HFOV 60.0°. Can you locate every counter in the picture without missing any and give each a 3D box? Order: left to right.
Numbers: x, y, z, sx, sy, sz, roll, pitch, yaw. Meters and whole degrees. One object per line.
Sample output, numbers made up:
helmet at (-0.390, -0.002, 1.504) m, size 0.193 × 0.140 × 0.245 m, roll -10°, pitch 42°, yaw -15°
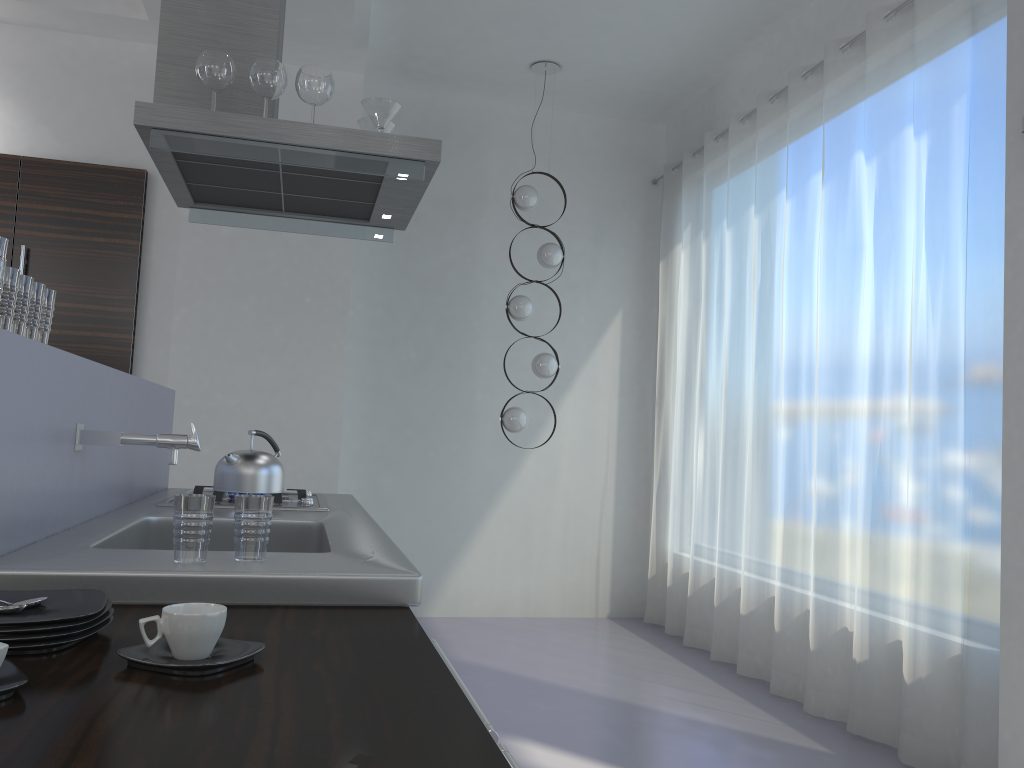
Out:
counter at (-0.929, 0.587, 1.948) m, size 1.302 × 1.300 × 3.291 m, roll 4°, pitch -4°, yaw -13°

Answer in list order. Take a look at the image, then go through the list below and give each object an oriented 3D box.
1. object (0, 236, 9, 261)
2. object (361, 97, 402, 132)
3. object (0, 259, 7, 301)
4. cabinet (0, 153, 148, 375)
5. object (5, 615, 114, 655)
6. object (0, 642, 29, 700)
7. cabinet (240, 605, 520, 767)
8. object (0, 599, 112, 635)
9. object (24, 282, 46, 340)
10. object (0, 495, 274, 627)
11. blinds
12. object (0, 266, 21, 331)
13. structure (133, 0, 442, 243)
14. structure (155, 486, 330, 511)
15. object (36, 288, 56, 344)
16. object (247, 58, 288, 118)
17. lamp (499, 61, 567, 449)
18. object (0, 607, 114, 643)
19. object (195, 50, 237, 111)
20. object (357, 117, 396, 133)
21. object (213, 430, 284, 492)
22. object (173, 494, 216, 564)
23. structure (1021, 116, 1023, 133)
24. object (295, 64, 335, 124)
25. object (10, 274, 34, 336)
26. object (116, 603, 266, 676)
object at (-0.906, -0.193, 1.514) m, size 0.071 × 0.119 × 0.072 m, roll 1°, pitch -4°, yaw 27°
object at (-0.448, -0.858, 3.003) m, size 0.137 × 0.174 × 0.137 m, roll -1°, pitch -5°, yaw 42°
object at (-0.908, -0.154, 1.512) m, size 0.071 × 0.119 × 0.072 m, roll 1°, pitch -4°, yaw 27°
cabinet at (-3.805, 0.014, 4.453) m, size 3.600 × 2.500 × 0.669 m, roll 4°, pitch -4°, yaw -13°
object at (-0.679, 0.335, 1.198) m, size 0.232 × 0.020 × 0.232 m, roll 3°, pitch -4°, yaw -5°
object at (-0.605, 0.297, 0.945) m, size 0.153 × 0.069 × 0.153 m, roll 6°, pitch -5°, yaw -40°
cabinet at (-0.951, 0.810, 1.932) m, size 1.377 × 0.852 × 3.285 m, roll 4°, pitch -4°, yaw -13°
object at (-0.678, 0.315, 1.199) m, size 0.232 × 0.020 × 0.232 m, roll 4°, pitch -4°, yaw -10°
object at (-0.964, -0.141, 1.747) m, size 0.071 × 0.119 × 0.072 m, roll 1°, pitch -4°, yaw 27°
object at (-0.637, 0.257, 1.388) m, size 0.269 × 0.147 × 0.646 m, roll 2°, pitch -4°, yaw 12°
blinds at (1.336, -0.032, 4.609) m, size 0.120 × 3.112 × 3.245 m, roll 4°, pitch -4°, yaw -13°
object at (-0.927, -0.150, 1.590) m, size 0.071 × 0.119 × 0.072 m, roll 1°, pitch -4°, yaw 27°
structure at (-0.752, -1.259, 3.217) m, size 0.915 × 1.231 × 0.981 m, roll 4°, pitch -4°, yaw -13°
structure at (-0.909, 0.378, 3.086) m, size 0.519 × 0.055 × 0.709 m, roll 4°, pitch -4°, yaw -13°
object at (-0.983, -0.136, 1.825) m, size 0.072 × 0.119 × 0.071 m, roll 0°, pitch -5°, yaw 37°
object at (-0.782, -0.911, 2.824) m, size 0.125 × 0.221 × 0.125 m, roll 2°, pitch -4°, yaw 11°
lamp at (0.151, -0.789, 5.431) m, size 0.367 × 2.370 × 0.180 m, roll 4°, pitch -4°, yaw -20°
object at (-0.678, 0.325, 1.198) m, size 0.232 × 0.020 × 0.232 m, roll 3°, pitch -4°, yaw -5°
object at (-0.935, -0.921, 2.786) m, size 0.125 × 0.221 × 0.125 m, roll 2°, pitch -4°, yaw 11°
object at (-0.492, -0.848, 3.187) m, size 0.137 × 0.174 × 0.137 m, roll -1°, pitch -5°, yaw 42°
object at (-0.857, 0.248, 2.906) m, size 0.220 × 0.196 × 0.229 m, roll 4°, pitch -4°, yaw -21°
object at (-0.574, 0.260, 1.593) m, size 0.071 × 0.119 × 0.072 m, roll 4°, pitch -4°, yaw -13°
structure at (1.733, -0.859, 2.659) m, size 0.076 × 0.505 × 0.505 m, roll 4°, pitch -4°, yaw -13°
object at (-0.639, -0.902, 2.857) m, size 0.125 × 0.221 × 0.125 m, roll 2°, pitch -4°, yaw 11°
object at (-0.945, -0.145, 1.669) m, size 0.071 × 0.119 × 0.072 m, roll 1°, pitch -4°, yaw 27°
object at (-0.404, 0.320, 1.128) m, size 0.153 × 0.069 × 0.153 m, roll 1°, pitch -4°, yaw 20°
